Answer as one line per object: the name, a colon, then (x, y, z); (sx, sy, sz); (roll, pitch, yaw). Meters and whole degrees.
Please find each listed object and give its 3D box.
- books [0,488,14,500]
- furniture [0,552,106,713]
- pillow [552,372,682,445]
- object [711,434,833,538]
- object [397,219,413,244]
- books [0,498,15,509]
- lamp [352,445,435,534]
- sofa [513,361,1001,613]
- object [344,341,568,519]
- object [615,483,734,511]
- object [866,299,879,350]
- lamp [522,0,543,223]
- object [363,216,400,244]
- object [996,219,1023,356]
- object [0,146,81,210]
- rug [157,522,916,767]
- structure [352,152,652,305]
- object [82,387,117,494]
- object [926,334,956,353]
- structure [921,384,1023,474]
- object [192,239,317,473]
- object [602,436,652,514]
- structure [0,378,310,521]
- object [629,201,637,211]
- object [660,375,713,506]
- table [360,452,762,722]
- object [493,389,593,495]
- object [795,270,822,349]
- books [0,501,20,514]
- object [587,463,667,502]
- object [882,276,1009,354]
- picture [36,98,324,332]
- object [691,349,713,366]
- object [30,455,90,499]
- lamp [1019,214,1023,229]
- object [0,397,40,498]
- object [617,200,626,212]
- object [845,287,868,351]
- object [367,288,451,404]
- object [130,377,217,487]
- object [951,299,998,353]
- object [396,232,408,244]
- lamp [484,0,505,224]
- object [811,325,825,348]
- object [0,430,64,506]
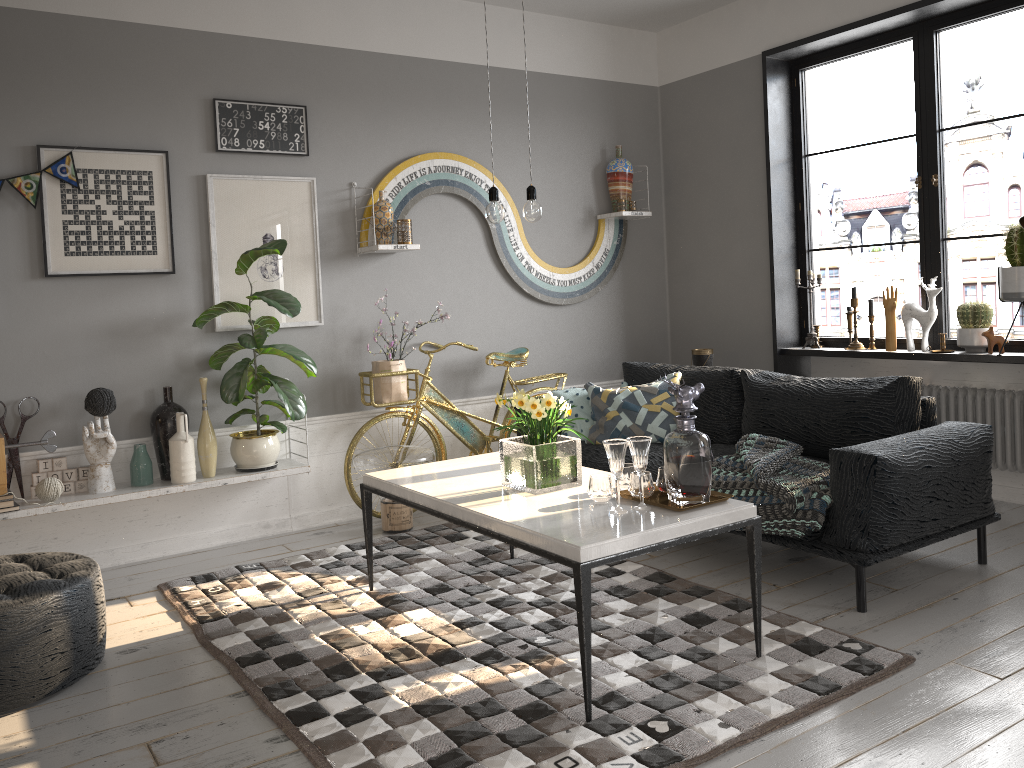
books: (-2.353, 0.494, 3.769); (0.380, 0.017, 0.229); (-7, 7, -36)
furniture: (-1.762, 0.818, 2.957); (0.735, 0.355, 0.738); (2, 7, 43)
pillow: (0.589, 0.130, 4.793); (0.798, 0.361, 0.445); (1, 6, 38)
object: (1.082, 0.425, 3.647); (0.492, 0.328, 0.667); (-6, 6, -38)
object: (-0.595, -0.840, 4.910); (0.086, 0.139, 0.086); (-5, 4, -41)
books: (-2.343, 0.517, 3.763); (0.385, 0.029, 0.260); (-6, 7, -33)
lamp: (-0.612, 0.550, 4.648); (0.432, 0.436, 0.434); (-3, 4, -3)
sofa: (0.987, 0.339, 4.311); (0.973, 0.795, 2.344); (-6, 6, -34)
object: (-0.214, 0.216, 5.161); (1.631, 0.967, 0.426); (-7, 5, -42)
object: (0.533, 0.370, 2.921); (0.247, 0.015, 0.318); (-7, 7, -33)
object: (2.071, -0.348, 5.094); (0.076, 0.300, 0.076); (-3, 2, -3)
lamp: (-0.244, -1.281, 2.610); (0.074, 1.532, 1.401); (-2, 4, 26)
object: (-0.710, -0.837, 4.816); (0.197, 0.165, 0.060); (-3, 2, 0)
object: (2.474, -0.473, 4.289); (0.235, 0.668, 0.229); (-2, 3, 27)
object: (-2.379, -0.909, 3.924); (0.916, 0.338, 0.057); (-6, 4, -34)
rug: (-0.149, 0.868, 3.329); (1.775, 0.034, 2.530); (-7, 7, -33)
structure: (0.029, -0.943, 5.402); (2.027, 0.953, 0.267); (-6, 4, -34)
object: (-1.899, 0.258, 4.085); (0.155, 0.482, 0.136); (-4, 3, -34)
object: (2.284, -0.217, 4.691); (0.123, 0.099, 0.123); (-4, 4, -11)
structure: (2.382, 0.222, 4.861); (0.149, 0.426, 1.224); (-4, 5, -35)
object: (-1.276, -0.143, 4.442); (0.567, 1.147, 0.417); (-2, 2, 6)
object: (0.370, 0.287, 2.798); (0.168, 0.226, 0.082); (-4, 3, -22)
structure: (-2.256, 0.350, 3.862); (2.783, 0.485, 0.308); (-6, 5, -34)
object: (0.790, -1.167, 5.794); (0.050, 0.058, 0.050); (-6, 5, -44)
object: (0.568, 0.173, 2.868); (0.156, 0.416, 0.148); (-3, 2, -14)
table: (0.096, 0.627, 3.221); (0.734, 0.509, 1.458); (-6, 6, -33)
object: (0.099, 0.195, 3.215); (0.325, 0.350, 0.352); (-5, 4, -31)
object: (1.804, -0.459, 5.392); (0.145, 0.489, 0.163); (-3, 2, 2)
books: (-2.335, 0.540, 3.774); (0.369, 0.021, 0.296); (-7, 7, -39)
object: (0.416, 0.339, 2.985); (0.246, 0.087, 0.280); (1, 6, 34)
object: (2.277, -0.368, 4.701); (0.135, 0.408, 0.663); (-4, 5, -32)
picture: (-2.974, -0.389, 1.131); (7.312, 1.789, 4.045); (-6, 6, -33)
object: (1.208, -0.139, 5.613); (0.141, 0.160, 0.139); (-2, 4, 4)
object: (-2.073, 0.421, 4.081); (0.265, 0.173, 0.078); (-5, 3, -28)
lamp: (2.436, -0.089, 3.245); (1.250, 1.698, 0.680); (-5, 3, -35)
object: (-2.250, 0.294, 4.007); (0.222, 0.462, 0.019); (-4, 3, -34)
object: (0.715, -1.162, 5.785); (0.060, 0.079, 0.060); (1, 5, 45)
object: (1.987, -0.384, 5.124); (0.123, 0.374, 0.123); (-4, 3, -29)
object: (-0.558, -0.221, 4.904); (0.488, 0.639, 0.254); (-4, 3, -16)
object: (-1.629, 0.225, 4.247); (0.331, 0.487, 0.287); (-2, 3, 17)
object: (2.406, -0.307, 4.598); (0.234, 0.282, 0.214); (-1, 4, 30)
object: (-0.617, -0.819, 4.989); (0.062, 0.081, 0.062); (-1, 4, 32)
lamp: (-0.381, -1.273, 2.591); (0.074, 1.532, 1.401); (-2, 4, 26)
object: (1.878, -0.299, 5.443); (0.085, 0.151, 0.084); (-4, 3, -30)
object: (-2.256, 0.326, 3.827); (0.547, 0.439, 0.239); (-6, 4, -34)
